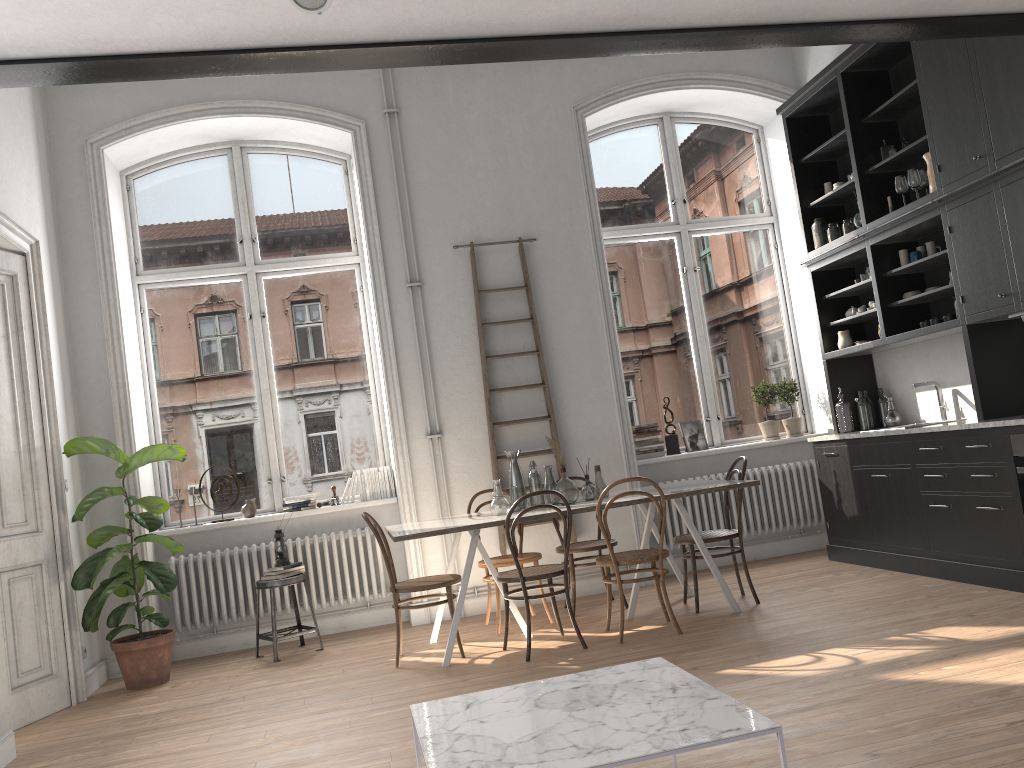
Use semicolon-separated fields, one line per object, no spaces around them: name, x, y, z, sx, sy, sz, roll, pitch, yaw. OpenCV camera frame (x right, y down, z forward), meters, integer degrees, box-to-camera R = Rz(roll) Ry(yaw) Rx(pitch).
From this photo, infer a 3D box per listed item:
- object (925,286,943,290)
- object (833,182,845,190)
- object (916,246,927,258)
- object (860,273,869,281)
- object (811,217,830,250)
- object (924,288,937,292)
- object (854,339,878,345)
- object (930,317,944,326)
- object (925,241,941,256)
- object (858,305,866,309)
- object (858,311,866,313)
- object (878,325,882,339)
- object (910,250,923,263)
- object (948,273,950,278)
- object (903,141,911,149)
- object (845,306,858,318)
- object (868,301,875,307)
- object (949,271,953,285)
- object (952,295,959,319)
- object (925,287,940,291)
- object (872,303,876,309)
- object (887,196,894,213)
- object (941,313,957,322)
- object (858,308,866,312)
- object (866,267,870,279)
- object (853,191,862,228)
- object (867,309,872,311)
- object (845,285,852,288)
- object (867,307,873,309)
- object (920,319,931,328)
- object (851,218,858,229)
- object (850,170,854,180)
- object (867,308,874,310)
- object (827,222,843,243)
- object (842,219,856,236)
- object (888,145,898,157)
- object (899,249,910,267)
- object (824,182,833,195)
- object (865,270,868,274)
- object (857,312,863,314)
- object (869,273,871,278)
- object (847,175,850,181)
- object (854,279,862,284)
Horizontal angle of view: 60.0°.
object;2.858;-0.634;5.992;0.113;0.036;0.112;-11;-5;31
object;2.524;-1.496;6.828;0.096;0.095;0.096;-10;-5;23
object;2.808;-0.873;6.090;0.082;0.135;0.059;-9;-4;17
object;2.603;-0.774;6.538;0.064;0.069;0.064;-11;-5;36
object;2.407;-1.166;6.882;0.118;0.238;0.118;-6;-5;-26
object;2.860;-0.618;5.991;0.132;0.038;0.132;-11;-6;36
object;2.667;-0.307;6.668;0.180;0.037;0.180;-6;-5;-26
object;2.747;-0.406;5.727;0.088;0.059;0.104;-5;-5;-33
object;2.828;-0.887;5.952;0.059;0.135;0.082;-6;-5;-28
object;2.630;-0.568;6.671;0.055;0.047;0.058;-8;-4;4
object;2.636;-0.535;6.671;0.085;0.017;0.085;-7;-5;-16
object;2.643;-0.377;6.308;0.070;0.123;0.173;-10;-5;21
object;2.737;-0.848;6.010;0.082;0.093;0.140;-12;-6;44
object;2.826;-0.668;5.686;0.058;0.094;0.058;-10;-5;28
object;2.697;-1.596;6.041;0.044;0.121;0.058;-9;-4;16
object;2.630;-0.550;6.831;0.140;0.100;0.125;-5;-5;-30
object;2.650;-0.580;6.525;0.039;0.055;0.049;-9;-4;9
object;2.795;-0.669;5.620;0.058;0.094;0.058;-10;-5;28
object;2.822;-0.500;5.517;0.124;0.191;0.129;-9;-4;16
object;2.859;-0.626;5.992;0.123;0.036;0.124;-6;-5;-24
object;2.645;-0.560;6.455;0.049;0.054;0.039;-9;-4;14
object;2.610;-1.218;6.109;0.123;0.161;0.123;-8;-4;-3
object;2.786;-0.419;5.633;0.104;0.059;0.088;-8;-4;-3
object;2.633;-0.548;6.670;0.058;0.033;0.056;-5;-6;-36
object;2.625;-0.802;6.471;0.060;0.107;0.060;-9;-4;16
object;2.493;-1.282;6.337;0.134;0.357;0.134;-11;-5;34
object;2.655;-0.543;6.516;0.085;0.015;0.085;-6;-5;-25
object;2.635;-0.738;6.906;0.072;0.047;0.071;-10;-5;26
object;2.653;-0.556;6.518;0.085;0.016;0.085;-11;-5;29
object;2.734;-0.395;5.839;0.088;0.059;0.104;-6;-5;-23
object;2.626;-1.174;6.765;0.092;0.184;0.092;-12;-6;44
object;2.540;-1.587;6.509;0.132;0.219;0.132;-5;-5;-37
object;2.655;-0.550;6.516;0.085;0.016;0.085;-10;-5;20
object;2.458;-1.143;6.743;0.114;0.155;0.114;-7;-4;-8
object;2.530;-1.157;6.654;0.096;0.150;0.097;-6;-5;-23
object;2.622;-1.582;6.091;0.041;0.125;0.053;-4;-6;-44
object;2.717;-0.857;6.126;0.082;0.135;0.059;-4;-6;-43
object;2.478;-1.501;6.930;0.059;0.135;0.082;-9;-4;17
object;2.668;-0.798;6.606;0.060;0.107;0.061;-4;-6;-43
object;2.637;-0.528;6.668;0.085;0.015;0.085;-8;-5;2
object;2.615;-0.776;6.400;0.072;0.047;0.071;-10;-5;26
object;2.605;-1.532;6.770;0.059;0.135;0.082;-9;-4;12
object;2.595;-0.756;6.620;0.072;0.047;0.071;-10;-5;26
